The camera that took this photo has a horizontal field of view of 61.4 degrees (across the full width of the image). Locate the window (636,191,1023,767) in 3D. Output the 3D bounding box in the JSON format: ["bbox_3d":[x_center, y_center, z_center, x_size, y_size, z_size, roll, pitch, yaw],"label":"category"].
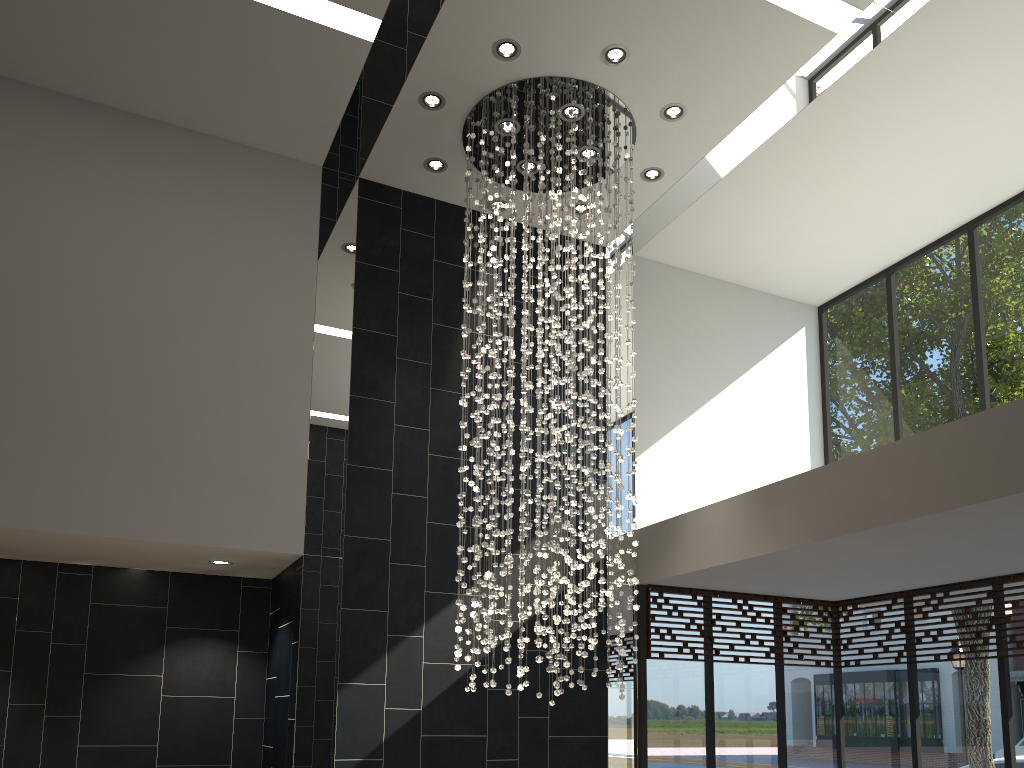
[{"bbox_3d":[3.486,0.776,5.413,2.380,5.695,6.424,6,-16,-24],"label":"window"}]

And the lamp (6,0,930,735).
[{"bbox_3d":[-4.112,-43.264,7.958,398.982,108.232,423.377,1,-20,0],"label":"lamp"}]
